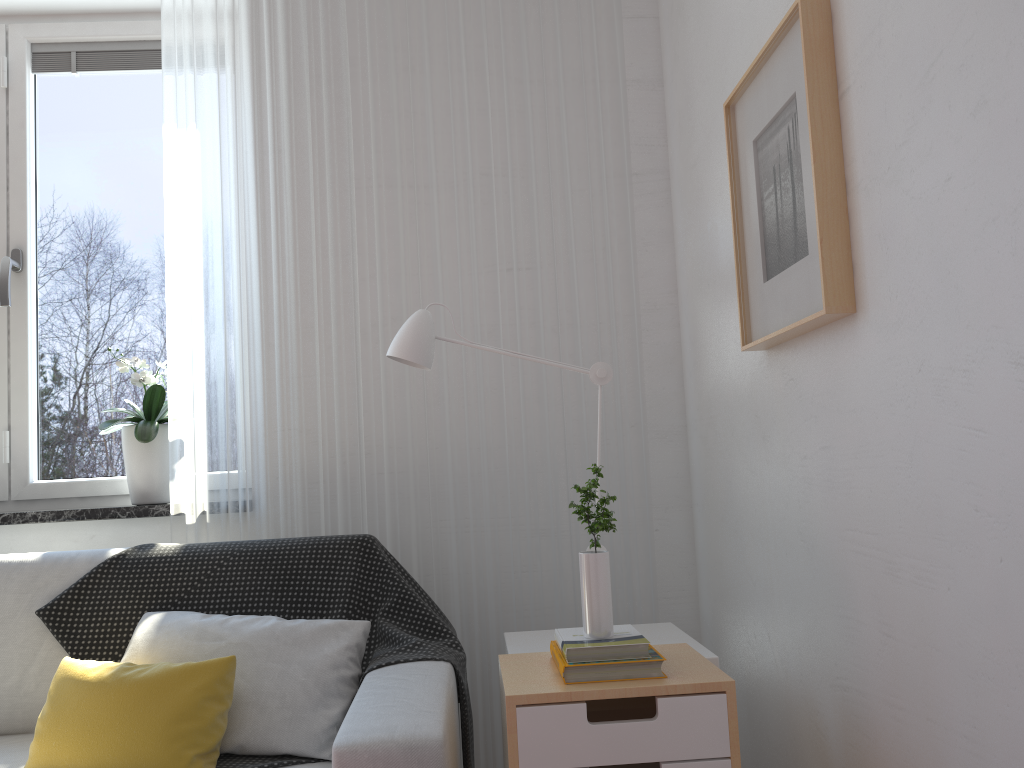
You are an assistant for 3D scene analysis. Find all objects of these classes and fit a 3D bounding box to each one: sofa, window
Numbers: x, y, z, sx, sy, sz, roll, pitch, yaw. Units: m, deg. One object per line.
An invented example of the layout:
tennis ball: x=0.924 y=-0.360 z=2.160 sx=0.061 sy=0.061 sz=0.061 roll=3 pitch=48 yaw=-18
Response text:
sofa: x=-1.331 y=0.792 z=1.689 sx=2.461 sy=0.841 sz=1.005 roll=-3 pitch=-5 yaw=-3
window: x=-2.263 y=-0.345 z=2.597 sx=3.020 sy=1.508 sz=0.151 roll=-3 pitch=-5 yaw=-3

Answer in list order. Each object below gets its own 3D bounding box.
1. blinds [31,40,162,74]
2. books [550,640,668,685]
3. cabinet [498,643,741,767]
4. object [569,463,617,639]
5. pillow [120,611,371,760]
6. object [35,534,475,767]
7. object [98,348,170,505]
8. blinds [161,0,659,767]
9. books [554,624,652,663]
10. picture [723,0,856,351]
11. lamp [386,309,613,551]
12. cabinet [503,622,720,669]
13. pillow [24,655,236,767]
blinds: x=-2.297 y=-0.959 z=2.682 sx=2.844 sy=0.098 sz=0.015 roll=-3 pitch=-5 yaw=-3
books: x=0.155 y=0.458 z=1.482 sx=0.164 sy=0.028 sz=0.211 roll=-3 pitch=-6 yaw=-3
cabinet: x=0.173 y=0.792 z=1.457 sx=0.349 sy=0.642 sz=0.302 roll=-3 pitch=-5 yaw=-3
object: x=0.139 y=0.276 z=1.480 sx=0.081 sy=0.287 sz=0.085 roll=-3 pitch=-5 yaw=3
pillow: x=-0.574 y=0.609 z=1.822 sx=0.532 sy=0.259 sz=0.301 roll=-4 pitch=-5 yaw=11
object: x=-0.478 y=0.673 z=1.974 sx=0.978 sy=0.647 sz=0.678 roll=1 pitch=-6 yaw=-33
object: x=-1.043 y=0.124 z=2.553 sx=0.286 sy=0.443 sz=0.341 roll=-2 pitch=-5 yaw=-15
blinds: x=-0.288 y=-0.224 z=2.408 sx=1.292 sy=2.882 sz=0.055 roll=-3 pitch=-5 yaw=-3
books: x=0.147 y=0.432 z=1.482 sx=0.136 sy=0.024 sz=0.175 roll=-3 pitch=-6 yaw=-3
picture: x=0.492 y=-0.350 z=1.627 sx=0.050 sy=0.523 sz=0.431 roll=-3 pitch=-5 yaw=-3
lamp: x=-1.746 y=0.476 z=0.828 sx=4.592 sy=1.344 sz=0.333 roll=1 pitch=-6 yaw=-33
cabinet: x=0.205 y=0.852 z=1.871 sx=0.400 sy=0.599 sz=0.401 roll=-3 pitch=-5 yaw=-3
pillow: x=-0.713 y=0.617 z=1.663 sx=0.402 sy=0.194 sz=0.211 roll=-4 pitch=-5 yaw=14
